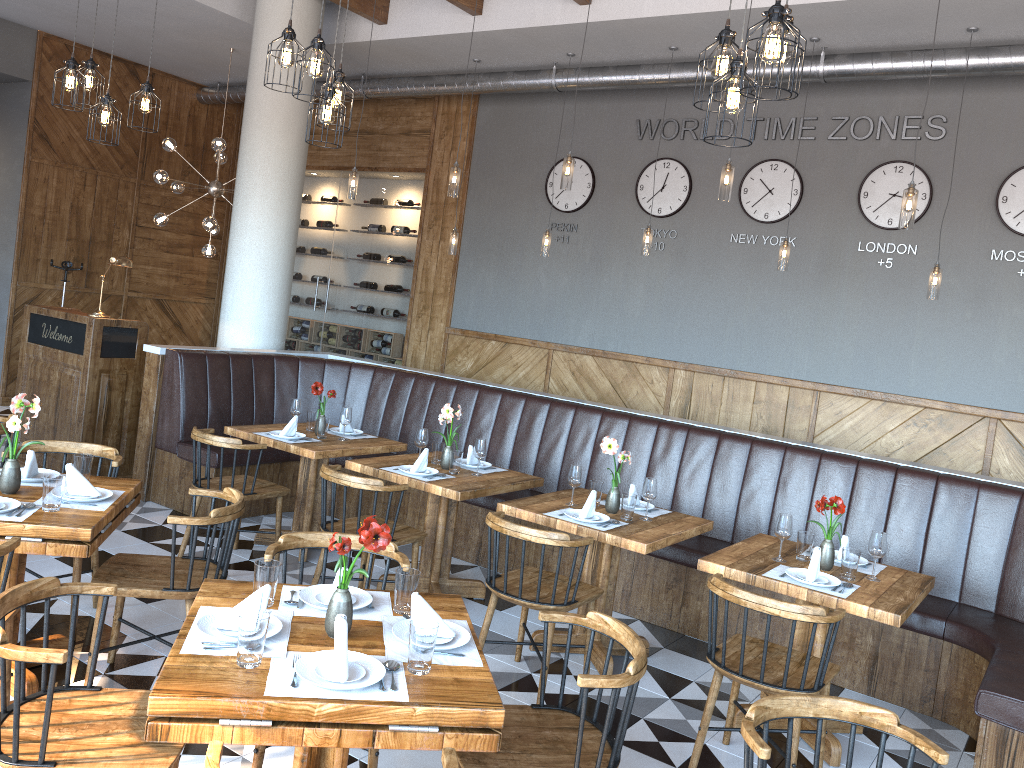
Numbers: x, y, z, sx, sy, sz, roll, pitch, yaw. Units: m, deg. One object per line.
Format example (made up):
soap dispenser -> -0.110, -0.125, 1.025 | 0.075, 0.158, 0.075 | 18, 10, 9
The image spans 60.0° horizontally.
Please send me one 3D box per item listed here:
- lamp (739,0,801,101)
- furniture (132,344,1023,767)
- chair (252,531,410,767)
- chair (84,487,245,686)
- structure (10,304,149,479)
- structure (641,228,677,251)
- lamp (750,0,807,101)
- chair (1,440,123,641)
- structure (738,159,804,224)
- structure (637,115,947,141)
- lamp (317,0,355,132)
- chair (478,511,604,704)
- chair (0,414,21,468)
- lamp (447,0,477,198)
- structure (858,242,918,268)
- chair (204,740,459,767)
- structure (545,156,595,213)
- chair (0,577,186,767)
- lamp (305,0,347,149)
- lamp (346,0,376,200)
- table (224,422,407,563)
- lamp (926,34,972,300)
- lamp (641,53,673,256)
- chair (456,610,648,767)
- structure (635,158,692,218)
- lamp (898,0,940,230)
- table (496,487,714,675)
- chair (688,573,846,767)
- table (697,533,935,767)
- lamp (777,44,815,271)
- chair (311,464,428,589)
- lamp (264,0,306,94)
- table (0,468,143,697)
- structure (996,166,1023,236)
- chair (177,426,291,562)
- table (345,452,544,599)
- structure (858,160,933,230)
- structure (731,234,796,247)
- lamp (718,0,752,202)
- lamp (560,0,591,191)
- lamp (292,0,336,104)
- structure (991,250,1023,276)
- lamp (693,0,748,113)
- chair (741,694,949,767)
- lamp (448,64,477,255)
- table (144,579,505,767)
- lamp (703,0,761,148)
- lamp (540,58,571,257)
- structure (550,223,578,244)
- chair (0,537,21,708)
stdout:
lamp -> 0.990, -2.006, 2.957 | 0.175, 2.067, 0.175 | 6, 3, -29
furniture -> 0.419, 0.778, 5.590 | 6.608, 1.148, 1.916 | 11, 5, 34
chair -> -0.670, 1.008, 3.192 | 0.519, 0.816, 0.551 | 7, 3, -11
chair -> -1.448, 0.863, 3.718 | 0.549, 0.816, 0.521 | 7, 3, -11
structure -> -3.416, 0.079, 7.105 | 1.049, 1.298, 0.644 | 10, 4, 34
structure -> 1.375, -1.356, 8.336 | 0.370, 0.199, 0.021 | 10, 4, 34
lamp -> 1.125, -2.119, 3.311 | 0.175, 2.067, 0.175 | 8, 2, 4
chair -> -2.197, 0.723, 4.225 | 0.519, 0.816, 0.551 | 7, 3, -11
structure -> 2.259, -1.684, 7.744 | 0.562, 0.559, 0.046 | 10, 3, 34
structure -> 2.308, -2.229, 7.743 | 2.737, 0.198, 0.033 | 11, 4, 34
lamp -> -0.815, -2.382, 4.653 | 0.175, 2.067, 0.175 | 7, 2, -16
chair -> 0.116, 1.027, 4.165 | 0.521, 0.816, 0.549 | 9, 4, 34
chair -> -3.001, 0.573, 4.770 | 0.549, 0.816, 0.521 | 7, 3, -11
lamp -> -0.326, -2.386, 6.659 | 0.078, 1.960, 0.078 | 8, 3, 20
structure -> 3.045, -1.045, 7.205 | 0.444, 0.199, 0.021 | 10, 4, 34
chair -> -0.429, 1.146, 1.928 | 0.519, 0.816, 0.551 | 7, 3, -11
structure -> 0.581, -1.996, 8.880 | 0.562, 0.559, 0.046 | 10, 3, 34
chair -> -1.177, 1.006, 2.435 | 0.549, 0.816, 0.521 | 7, 3, -11
lamp -> -0.821, -2.233, 4.438 | 0.175, 2.067, 0.175 | 8, 3, 17
lamp -> -1.196, -2.489, 7.246 | 0.078, 1.960, 0.078 | 6, 3, -24
table -> -1.341, 0.718, 5.913 | 0.853, 0.762, 0.849 | 10, 4, 34
lamp -> 3.052, -1.558, 6.130 | 0.078, 1.960, 0.078 | 7, 2, -16
lamp -> 1.240, -2.046, 7.363 | 0.078, 1.960, 0.078 | 6, 3, -22
chair -> 0.079, 1.147, 2.685 | 0.549, 0.816, 0.521 | 7, 3, -11
structure -> 1.420, -1.840, 8.312 | 0.562, 0.559, 0.046 | 10, 3, 34
lamp -> 2.308, -1.831, 4.873 | 0.078, 1.960, 0.078 | 7, 2, -16
table -> 0.460, 1.054, 4.694 | 0.853, 0.762, 0.849 | 10, 4, 34
chair -> 1.021, 1.196, 3.552 | 0.521, 0.816, 0.549 | 9, 4, 34
table -> 1.366, 1.223, 4.080 | 0.853, 0.762, 0.849 | 10, 4, 34
lamp -> 2.186, -1.835, 6.721 | 0.078, 1.960, 0.078 | 9, 3, 41
chair -> -0.789, 0.859, 4.777 | 0.521, 0.816, 0.549 | 9, 4, 34
lamp -> -0.999, -2.479, 4.326 | 0.175, 2.067, 0.175 | 8, 3, 17
table -> -2.084, 0.817, 3.602 | 0.863, 0.762, 0.867 | 7, 4, -11
structure -> 3.930, -1.372, 6.613 | 0.562, 0.559, 0.046 | 10, 3, 34
chair -> -1.694, 0.690, 5.390 | 0.521, 0.816, 0.549 | 9, 4, 34
table -> -0.435, 0.887, 5.300 | 0.853, 0.762, 0.849 | 10, 4, 34
structure -> 3.098, -1.527, 7.176 | 0.562, 0.559, 0.046 | 10, 3, 34
structure -> 2.205, -1.262, 7.776 | 0.585, 0.079, 0.021 | 11, 4, 34
lamp -> 1.442, -2.108, 5.464 | 0.078, 1.960, 0.078 | 6, 3, -38
lamp -> 0.497, -2.319, 6.106 | 0.078, 1.960, 0.078 | 6, 3, -22
lamp -> -0.832, -2.391, 4.218 | 0.175, 2.067, 0.175 | 8, 2, 6
structure -> 3.870, -0.891, 6.646 | 0.500, 0.199, 0.021 | 10, 4, 34
lamp -> 0.923, -2.094, 3.383 | 0.175, 2.067, 0.175 | 7, 2, -7
chair -> 0.808, 1.283, 2.191 | 0.519, 0.816, 0.551 | 7, 3, -11
lamp -> -0.453, -2.216, 8.503 | 0.078, 1.960, 0.078 | 6, 3, -24
table -> -0.557, 1.102, 2.568 | 0.863, 0.762, 0.867 | 7, 4, -11
lamp -> 0.915, -1.902, 3.176 | 0.175, 2.067, 0.175 | 8, 2, 4
lamp -> 0.418, -2.113, 7.916 | 0.078, 1.960, 0.078 | 8, 3, 20
structure -> 0.516, -1.517, 8.917 | 0.306, 0.197, 0.021 | 10, 4, 34
chair -> -1.956, 0.861, 2.962 | 0.519, 0.816, 0.551 | 7, 3, -11
